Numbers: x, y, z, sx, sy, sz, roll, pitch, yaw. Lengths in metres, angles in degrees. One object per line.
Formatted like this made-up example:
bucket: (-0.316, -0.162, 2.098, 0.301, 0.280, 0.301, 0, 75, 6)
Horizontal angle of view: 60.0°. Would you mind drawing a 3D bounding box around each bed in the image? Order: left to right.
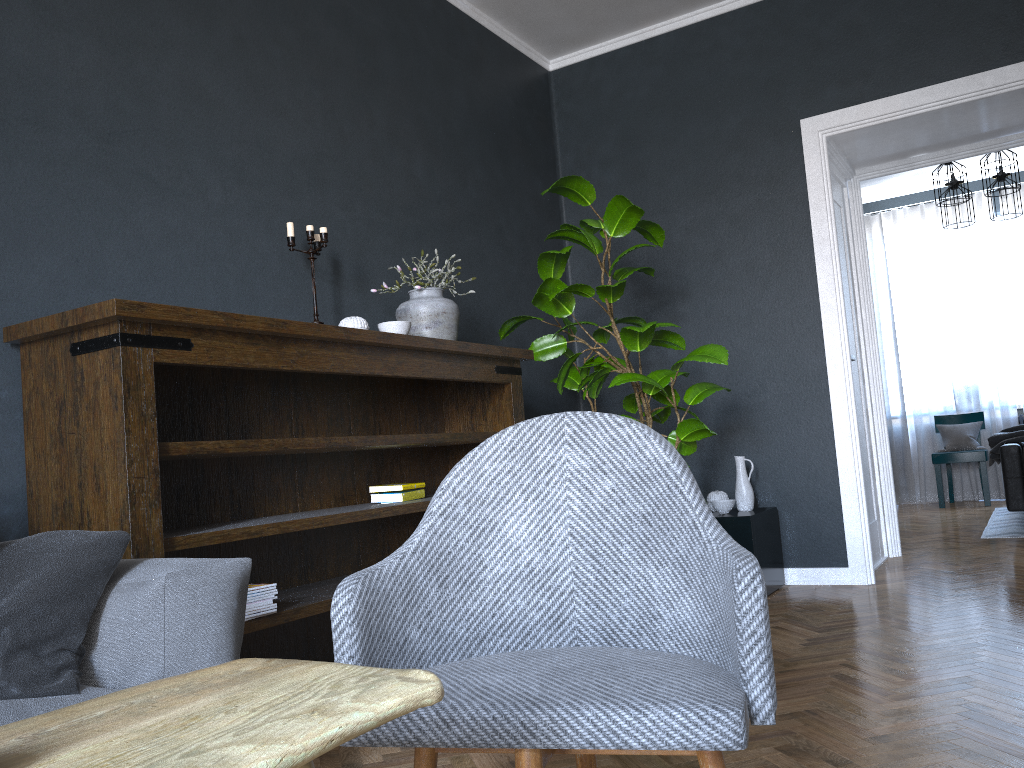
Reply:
bed: (4.444, 0.267, 5.789, 2.377, 1.160, 2.266, -8, -5, 31)

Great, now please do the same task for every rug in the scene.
rug: (4.037, 0.901, 5.983, 1.459, 0.013, 2.045, -8, -6, 30)

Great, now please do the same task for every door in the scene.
door: (1.787, -0.114, 4.741, 0.162, 2.184, 0.857, -7, -5, 31)

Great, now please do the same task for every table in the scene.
table: (-0.357, 0.542, 0.546, 0.340, 0.549, 0.788, -7, -5, 31)

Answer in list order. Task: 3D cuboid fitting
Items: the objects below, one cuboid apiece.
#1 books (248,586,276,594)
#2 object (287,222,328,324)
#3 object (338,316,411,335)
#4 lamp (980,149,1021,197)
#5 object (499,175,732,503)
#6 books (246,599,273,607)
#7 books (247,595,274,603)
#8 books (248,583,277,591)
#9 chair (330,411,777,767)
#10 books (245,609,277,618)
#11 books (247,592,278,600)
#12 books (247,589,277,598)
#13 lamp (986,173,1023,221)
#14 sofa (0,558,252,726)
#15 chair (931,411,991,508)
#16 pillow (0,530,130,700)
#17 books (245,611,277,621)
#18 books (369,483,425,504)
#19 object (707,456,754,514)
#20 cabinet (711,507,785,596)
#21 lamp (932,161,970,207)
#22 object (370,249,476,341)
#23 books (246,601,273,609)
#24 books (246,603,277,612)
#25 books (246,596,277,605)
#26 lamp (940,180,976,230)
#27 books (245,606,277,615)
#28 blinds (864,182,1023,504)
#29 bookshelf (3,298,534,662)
books: (-0.817, 0.562, 2.345, 0.219, 0.008, 0.304, -8, -6, 35)
object: (-0.698, -0.343, 3.050, 0.130, 0.437, 0.145, -3, -4, -23)
object: (-0.478, -0.189, 3.096, 0.255, 0.103, 0.118, -4, -4, -4)
lamp: (3.258, -1.665, 5.974, 0.210, 0.768, 0.210, -9, -5, 44)
object: (0.440, 0.073, 3.788, 1.119, 1.897, 0.764, -7, -4, 24)
books: (-0.817, 0.594, 2.335, 0.219, 0.008, 0.288, -8, -6, 36)
books: (-0.813, 0.583, 2.338, 0.219, 0.008, 0.288, -8, -6, 35)
books: (-0.816, 0.553, 2.346, 0.219, 0.013, 0.305, -8, -6, 35)
chair: (0.061, 0.442, 1.383, 0.645, 0.810, 0.495, -5, -4, 9)
books: (-0.811, 0.619, 2.329, 0.219, 0.007, 0.305, -8, -6, 35)
books: (-0.810, 0.576, 2.340, 0.219, 0.008, 0.304, -8, -6, 34)
books: (-0.813, 0.569, 2.342, 0.219, 0.008, 0.304, -8, -6, 34)
lamp: (3.761, -1.647, 6.824, 0.210, 0.746, 0.210, -9, -5, 44)
sofa: (-1.416, 0.537, 0.936, 0.971, 0.797, 2.341, -7, -5, 30)
chair: (3.946, 0.656, 7.780, 0.436, 0.798, 0.592, -7, -5, 31)
pillow: (-1.065, 0.371, 1.455, 0.797, 0.361, 0.443, -1, -6, -41)
books: (-0.809, 0.626, 2.330, 0.219, 0.008, 0.304, -8, -6, 30)
books: (-0.395, 0.418, 3.224, 0.174, 0.113, 0.197, -6, -5, 19)
object: (1.027, 0.488, 4.309, 0.228, 0.267, 0.229, -3, -5, -26)
cabinet: (0.926, 0.829, 4.325, 0.651, 0.390, 0.456, -8, -5, 31)
lamp: (3.133, -1.653, 6.387, 0.210, 0.713, 0.210, -9, -5, 44)
object: (-0.335, -0.330, 3.405, 0.385, 0.412, 0.275, -5, -4, 9)
books: (-0.816, 0.599, 2.334, 0.219, 0.008, 0.288, -8, -6, 36)
books: (-0.811, 0.604, 2.330, 0.219, 0.013, 0.305, -8, -6, 35)
books: (-0.813, 0.588, 2.343, 0.219, 0.006, 0.304, -8, -6, 35)
lamp: (3.340, -1.592, 6.716, 0.210, 0.803, 0.210, -9, -5, 44)
books: (-0.811, 0.612, 2.331, 0.219, 0.008, 0.304, -8, -6, 35)
blinds: (4.549, -0.389, 7.917, 3.996, 2.786, 0.312, -7, -5, 31)
bookshelf: (-0.547, 0.442, 2.898, 0.451, 1.171, 1.919, -7, -5, 30)
